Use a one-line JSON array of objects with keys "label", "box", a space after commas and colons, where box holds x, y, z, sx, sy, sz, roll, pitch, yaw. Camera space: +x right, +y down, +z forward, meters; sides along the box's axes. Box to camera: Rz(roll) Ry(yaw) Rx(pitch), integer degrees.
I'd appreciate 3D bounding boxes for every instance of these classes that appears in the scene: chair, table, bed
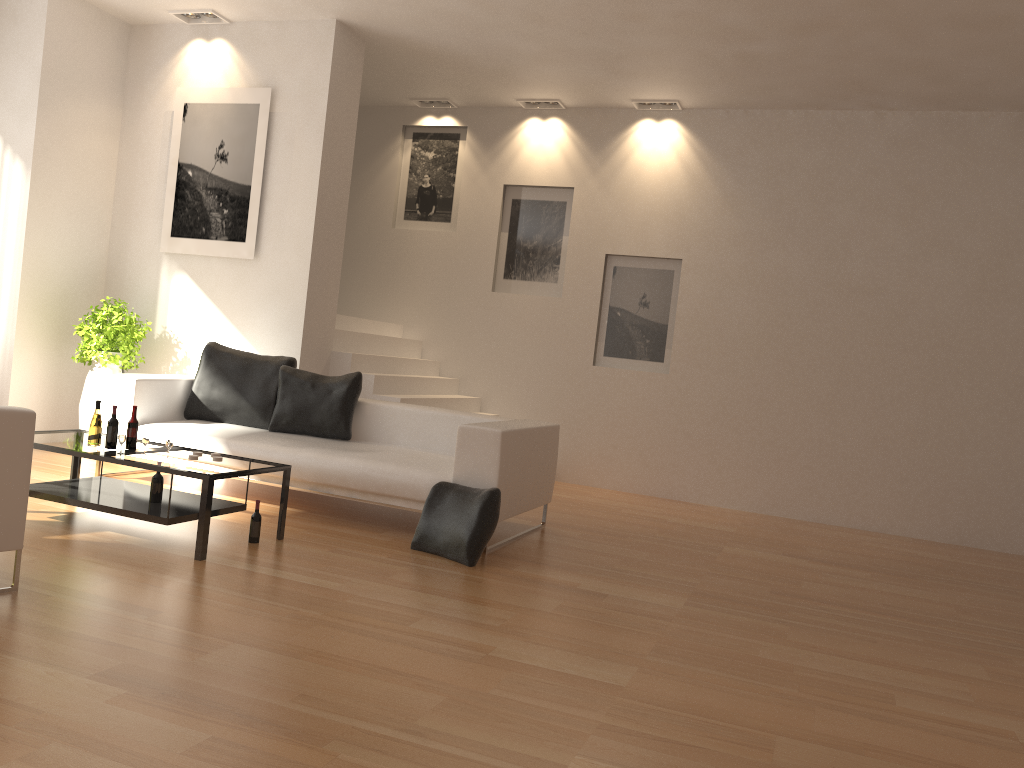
[{"label": "chair", "box": [-2.958, 0.357, 3.604, 1.671, 0.761, 1.262, 7, 2, 35]}, {"label": "table", "box": [-2.127, 0.597, 4.973, 1.566, 0.460, 0.709, 7, 2, 20]}, {"label": "bed", "box": [-1.330, 0.470, 6.324, 3.075, 0.761, 1.262, 7, 2, 20]}]

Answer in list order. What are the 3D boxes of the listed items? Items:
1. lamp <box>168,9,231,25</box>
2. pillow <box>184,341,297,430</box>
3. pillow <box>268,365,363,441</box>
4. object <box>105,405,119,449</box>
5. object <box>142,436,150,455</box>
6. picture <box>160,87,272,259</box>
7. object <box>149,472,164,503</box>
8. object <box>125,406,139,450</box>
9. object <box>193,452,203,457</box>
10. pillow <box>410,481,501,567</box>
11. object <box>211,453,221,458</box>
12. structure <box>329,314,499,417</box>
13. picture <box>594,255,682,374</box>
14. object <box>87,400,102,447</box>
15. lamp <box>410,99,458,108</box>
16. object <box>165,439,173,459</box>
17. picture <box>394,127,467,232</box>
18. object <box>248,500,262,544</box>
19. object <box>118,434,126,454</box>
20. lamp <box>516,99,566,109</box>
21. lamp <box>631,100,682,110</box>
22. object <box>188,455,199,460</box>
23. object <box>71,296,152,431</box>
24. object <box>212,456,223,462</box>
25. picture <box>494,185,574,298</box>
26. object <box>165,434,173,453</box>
[{"label": "lamp", "box": [-2.637, -3.179, 7.506, 0.446, 0.166, 0.243, 7, 2, 20]}, {"label": "pillow", "box": [-2.052, 0.037, 6.743, 0.755, 0.666, 0.346, 7, 1, 6]}, {"label": "pillow", "box": [-1.441, 0.137, 6.545, 0.628, 0.524, 0.270, 7, 1, 3]}, {"label": "object", "box": [-2.208, 0.239, 4.906, 0.059, 0.244, 0.059, 7, 2, 20]}, {"label": "object", "box": [-1.995, 0.333, 4.825, 0.039, 0.101, 0.039, 6, 2, -22]}, {"label": "picture", "box": [-2.535, -1.808, 7.555, 0.979, 1.431, 0.004, 7, 2, 20]}, {"label": "object", "box": [-1.946, 0.545, 4.866, 0.065, 0.217, 0.065, 7, 1, 2]}, {"label": "object", "box": [-2.128, 0.246, 4.975, 0.057, 0.248, 0.057, 8, 2, 38]}, {"label": "object", "box": [-1.750, 0.390, 4.936, 0.052, 0.021, 0.052, 6, 1, -3]}, {"label": "pillow", "box": [-0.302, 0.803, 5.157, 0.503, 0.457, 0.340, 8, 2, 38]}, {"label": "object", "box": [-1.659, 0.400, 4.963, 0.052, 0.021, 0.052, 6, 1, -3]}, {"label": "structure", "box": [-2.037, -0.005, 8.865, 4.625, 1.403, 1.839, 7, 2, 20]}, {"label": "picture", "box": [1.242, -0.690, 8.740, 0.802, 1.155, 0.005, 7, 2, 20]}, {"label": "object", "box": [-2.315, 0.219, 4.938, 0.068, 0.257, 0.067, 8, 2, 38]}, {"label": "lamp", "box": [-0.810, -3.019, 9.303, 0.446, 0.166, 0.243, 7, 2, 20]}, {"label": "object", "box": [-1.850, 0.350, 4.779, 0.039, 0.101, 0.039, 6, 2, -22]}, {"label": "picture", "box": [-0.871, -2.205, 9.523, 0.802, 1.155, 0.005, 7, 2, 20]}, {"label": "object", "box": [-1.414, 0.762, 4.893, 0.059, 0.244, 0.059, 6, 1, -4]}, {"label": "object", "box": [-2.099, 0.322, 4.770, 0.039, 0.101, 0.039, 6, 2, -28]}, {"label": "lamp", "box": [0.302, -2.883, 8.901, 0.446, 0.166, 0.243, 7, 2, 20]}, {"label": "lamp", "box": [1.398, -2.749, 8.504, 0.446, 0.166, 0.243, 7, 2, 20]}, {"label": "object", "box": [-1.721, 0.397, 4.791, 0.052, 0.021, 0.052, 8, 2, 42]}, {"label": "object", "box": [-3.404, -0.076, 7.484, 0.570, 1.324, 0.631, 7, 2, 34]}, {"label": "object", "box": [-1.604, 0.409, 4.833, 0.052, 0.021, 0.052, 6, 1, -3]}, {"label": "picture", "box": [0.226, -1.469, 9.117, 0.802, 1.155, 0.005, 7, 2, 20]}, {"label": "object", "box": [-1.932, 0.335, 4.993, 0.039, 0.101, 0.039, 6, 2, -22]}]
